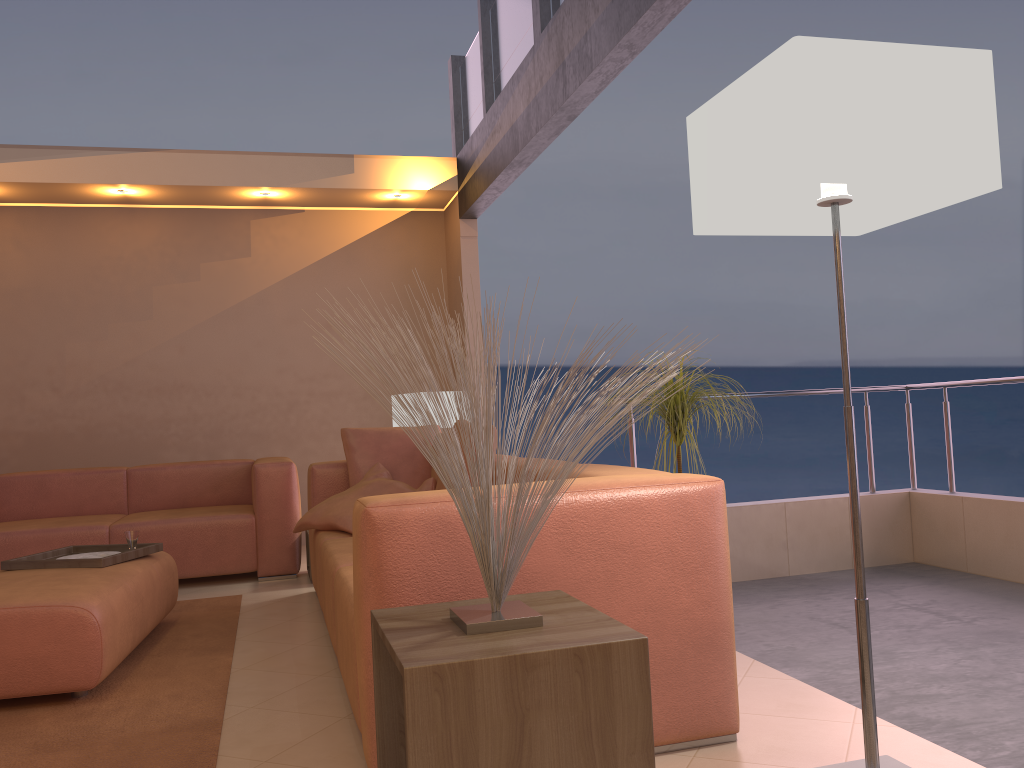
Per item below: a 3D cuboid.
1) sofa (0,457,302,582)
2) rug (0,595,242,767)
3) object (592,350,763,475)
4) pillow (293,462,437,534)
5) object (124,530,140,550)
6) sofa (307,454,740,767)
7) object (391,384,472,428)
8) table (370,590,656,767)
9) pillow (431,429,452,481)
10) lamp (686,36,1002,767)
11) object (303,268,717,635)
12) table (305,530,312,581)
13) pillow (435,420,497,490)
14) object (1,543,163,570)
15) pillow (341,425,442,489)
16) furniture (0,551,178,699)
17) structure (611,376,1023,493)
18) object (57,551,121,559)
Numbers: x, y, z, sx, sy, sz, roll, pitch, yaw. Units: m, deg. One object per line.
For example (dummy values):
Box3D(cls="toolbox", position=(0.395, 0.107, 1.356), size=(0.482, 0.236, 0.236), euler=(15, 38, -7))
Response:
Box3D(cls="sofa", position=(-2.651, 0.839, 5.105), size=(2.781, 0.672, 0.943), euler=(-2, -2, -16))
Box3D(cls="rug", position=(-1.921, 1.053, 3.052), size=(1.833, 0.005, 2.626), euler=(-2, -2, -16))
Box3D(cls="object", position=(0.721, 0.401, 3.807), size=(0.703, 1.088, 0.729), euler=(-5, -3, 43))
Box3D(cls="pillow", position=(-0.662, 0.515, 4.025), size=(0.517, 0.292, 0.514), euler=(-5, -3, 44))
Box3D(cls="object", position=(-1.598, 0.666, 3.732), size=(0.061, 0.091, 0.061), euler=(-2, -3, -31))
Box3D(cls="sofa", position=(-0.242, 0.645, 3.407), size=(0.943, 0.672, 2.781), euler=(-2, -2, -16))
Box3D(cls="object", position=(-0.464, 0.397, 5.247), size=(0.344, 0.799, 0.344), euler=(-1, -3, -37))
Box3D(cls="table", position=(-0.020, 0.665, 1.658), size=(0.415, 0.436, 0.469), euler=(-2, -2, -16))
Box3D(cls="pillow", position=(-0.304, 0.403, 4.176), size=(0.255, 0.446, 0.492), euler=(-2, -3, -32))
Box3D(cls="lamp", position=(0.722, 0.073, 1.899), size=(0.454, 1.578, 0.454), euler=(-2, -2, -16))
Box3D(cls="object", position=(0.034, 0.128, 1.700), size=(0.700, 0.634, 0.703), euler=(-4, -3, 31))
Box3D(cls="table", position=(-0.708, 0.940, 5.112), size=(0.918, 0.268, 0.412), euler=(-2, -2, -16))
Box3D(cls="pillow", position=(-0.204, 0.384, 3.797), size=(0.211, 0.468, 0.470), euler=(-2, -2, -20))
Box3D(cls="object", position=(-1.741, 0.702, 3.621), size=(0.436, 0.034, 0.421), euler=(-3, -2, 9))
Box3D(cls="pillow", position=(-0.564, 0.432, 4.412), size=(0.519, 0.455, 0.314), euler=(-2, -2, -19))
Box3D(cls="furniture", position=(-1.734, 0.857, 3.355), size=(0.685, 0.301, 1.291), euler=(-3, -2, -11))
Box3D(cls="structure", position=(1.818, 0.202, 2.435), size=(1.663, 0.541, 4.176), euler=(-2, -2, -16))
Box3D(cls="object", position=(-1.701, 0.701, 3.566), size=(0.240, 0.018, 0.240), euler=(-5, -3, 38))
